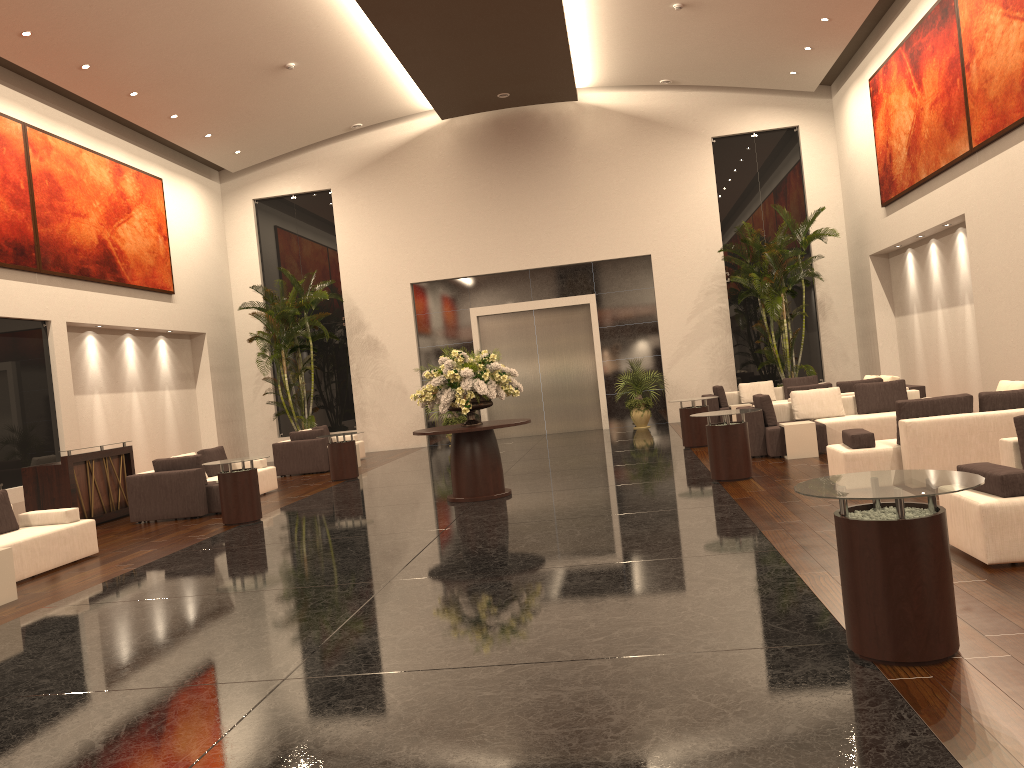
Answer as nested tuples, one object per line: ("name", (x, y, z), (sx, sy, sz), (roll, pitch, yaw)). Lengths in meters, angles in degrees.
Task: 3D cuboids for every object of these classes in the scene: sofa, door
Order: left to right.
("sofa", (-5.140, 1.529, 8.431), (1.291, 0.862, 2.846), (-6, 0, 7))
("sofa", (-4.517, 1.425, 13.566), (1.291, 0.862, 2.846), (-6, 0, 7))
("sofa", (-3.891, 1.321, 18.717), (1.291, 0.862, 2.846), (-6, 0, 7))
("door", (0.681, -0.284, 21.621), (2.767, 3.048, 0.040), (-6, 0, 7))
("sofa", (5.390, 0.346, 18.174), (2.846, 0.862, 1.291), (-6, 0, 7))
("sofa", (5.360, 0.369, 15.540), (2.586, 0.862, 3.366), (-6, 0, 7))
("sofa", (4.706, 0.460, 12.544), (2.846, 0.862, 1.291), (-6, 0, 7))
("sofa", (4.676, 0.483, 9.909), (2.586, 0.862, 3.366), (-6, 0, 7))
("sofa", (4.048, 0.589, 4.597), (2.586, 0.862, 3.366), (-6, 0, 7))

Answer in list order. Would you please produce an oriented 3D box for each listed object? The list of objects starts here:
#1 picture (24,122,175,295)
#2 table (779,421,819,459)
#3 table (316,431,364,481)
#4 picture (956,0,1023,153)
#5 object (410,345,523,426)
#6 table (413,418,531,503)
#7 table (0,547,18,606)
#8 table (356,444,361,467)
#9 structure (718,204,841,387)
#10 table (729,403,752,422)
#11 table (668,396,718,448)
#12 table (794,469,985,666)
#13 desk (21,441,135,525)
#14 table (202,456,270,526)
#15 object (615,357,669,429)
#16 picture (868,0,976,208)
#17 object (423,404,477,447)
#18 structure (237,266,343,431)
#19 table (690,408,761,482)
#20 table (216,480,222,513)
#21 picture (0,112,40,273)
("picture", (-7.766, -3.156, 17.035), (0.070, 2.526, 4.515), (-6, 0, 7))
("table", (3.874, 0.755, 11.988), (0.400, 0.460, 0.400), (-6, 0, 7))
("table", (-2.970, 1.279, 15.569), (0.833, 0.795, 0.844), (-6, 1, -32))
("picture", (6.363, -4.599, 10.733), (0.070, 2.526, 4.515), (-6, 0, 7))
("object", (-0.541, -0.022, 11.295), (1.453, 1.097, 1.402), (-6, 1, -37))
("table", (-0.461, 0.983, 11.308), (1.498, 0.921, 1.498), (-6, 0, -2))
("table", (-4.564, 1.678, 7.574), (0.400, 0.460, 0.400), (-6, 0, 7))
("table", (-3.315, 1.469, 17.861), (0.400, 0.460, 0.400), (-6, 0, 7))
("structure", (5.986, -1.611, 19.562), (2.436, 4.611, 2.531), (-6, 0, -21))
("table", (4.558, 0.641, 17.618), (0.400, 0.460, 0.400), (-6, 0, 7))
("table", (3.067, 0.648, 14.823), (0.833, 0.795, 0.844), (-6, 1, -32))
("table", (1.803, 0.861, 4.185), (0.844, 0.795, 0.833), (-6, 1, -44))
("desk", (-6.248, 1.484, 12.976), (0.760, 1.114, 1.634), (-6, 0, 7))
("table", (-3.464, 1.363, 11.276), (0.833, 0.795, 0.844), (-6, 1, -32))
("object", (2.902, 0.180, 20.483), (1.297, 1.682, 1.373), (-6, 1, 45))
("picture", (6.909, -4.690, 15.221), (0.070, 2.526, 4.515), (-6, 0, 7))
("object", (-1.369, 0.626, 21.064), (1.297, 1.682, 1.373), (-6, 1, 40))
("structure", (-5.080, -0.455, 21.074), (2.436, 4.611, 2.531), (-6, 0, -21))
("table", (2.574, 0.732, 10.530), (0.833, 0.795, 0.844), (-6, 1, -32))
("table", (-3.940, 1.574, 12.709), (0.400, 0.460, 0.400), (-6, 0, 7))
("picture", (-8.311, -3.065, 12.547), (0.070, 2.526, 4.515), (-6, 0, 7))
